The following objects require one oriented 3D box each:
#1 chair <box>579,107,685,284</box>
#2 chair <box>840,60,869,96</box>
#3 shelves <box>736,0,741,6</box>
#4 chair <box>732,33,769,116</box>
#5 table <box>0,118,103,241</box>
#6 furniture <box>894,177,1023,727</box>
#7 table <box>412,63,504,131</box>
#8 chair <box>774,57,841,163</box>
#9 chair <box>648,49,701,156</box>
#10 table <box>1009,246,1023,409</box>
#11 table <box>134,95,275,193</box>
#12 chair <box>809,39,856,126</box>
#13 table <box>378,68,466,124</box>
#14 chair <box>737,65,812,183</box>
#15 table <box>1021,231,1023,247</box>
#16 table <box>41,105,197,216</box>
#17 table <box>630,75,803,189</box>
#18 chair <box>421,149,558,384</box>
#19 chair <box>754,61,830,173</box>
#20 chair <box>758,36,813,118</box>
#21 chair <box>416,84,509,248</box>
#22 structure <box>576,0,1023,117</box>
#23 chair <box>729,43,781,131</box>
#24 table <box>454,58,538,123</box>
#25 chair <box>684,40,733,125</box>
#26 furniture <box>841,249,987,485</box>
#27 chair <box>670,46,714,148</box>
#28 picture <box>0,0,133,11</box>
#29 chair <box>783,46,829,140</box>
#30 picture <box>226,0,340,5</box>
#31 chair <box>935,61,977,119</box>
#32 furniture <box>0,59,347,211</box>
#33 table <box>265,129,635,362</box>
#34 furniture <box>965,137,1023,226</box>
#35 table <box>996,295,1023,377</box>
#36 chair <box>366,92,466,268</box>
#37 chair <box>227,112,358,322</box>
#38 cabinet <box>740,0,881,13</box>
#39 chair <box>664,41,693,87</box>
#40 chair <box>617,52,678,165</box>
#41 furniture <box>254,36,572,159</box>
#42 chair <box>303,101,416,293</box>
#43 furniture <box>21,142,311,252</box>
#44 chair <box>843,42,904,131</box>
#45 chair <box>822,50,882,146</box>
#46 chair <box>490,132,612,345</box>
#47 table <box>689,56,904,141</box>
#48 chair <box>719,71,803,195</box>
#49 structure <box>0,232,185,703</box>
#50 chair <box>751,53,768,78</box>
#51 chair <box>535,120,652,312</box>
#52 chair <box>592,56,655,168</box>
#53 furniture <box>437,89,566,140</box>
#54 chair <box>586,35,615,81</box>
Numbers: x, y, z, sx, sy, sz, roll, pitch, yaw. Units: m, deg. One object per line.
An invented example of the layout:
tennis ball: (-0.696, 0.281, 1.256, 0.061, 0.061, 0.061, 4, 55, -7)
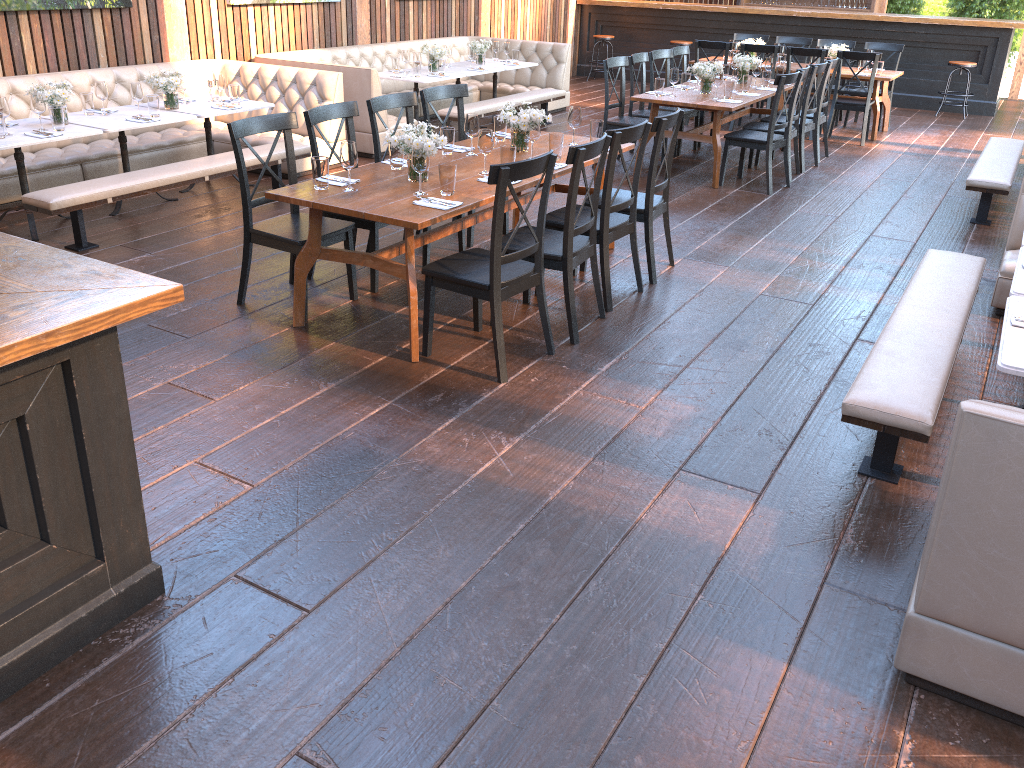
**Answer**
chair: (0.763, -1.222, 5.601, 0.542, 0.996, 0.486, 12, 25, 23)
chair: (5.043, -4.456, 12.999, 0.471, 0.718, 0.476, -14, 28, -33)
shelves: (3.235, -7.253, 16.367, 2.218, 2.762, 0.510, 15, 26, 28)
chair: (3.153, -4.208, 12.026, 0.480, 0.996, 0.550, 12, 26, 23)
table: (-3.364, -1.403, 6.092, 0.804, 0.656, 0.813, 15, 27, 26)
furniture: (2.859, -0.098, 3.570, 1.721, 0.839, 4.231, 15, 29, 27)
table: (-0.632, -3.351, 10.364, 0.804, 0.656, 0.813, 15, 28, 27)
chair: (3.072, -2.883, 9.242, 0.543, 0.996, 0.486, 15, 27, 27)
chair: (1.702, -2.992, 9.378, 0.544, 0.996, 0.485, 18, 28, 32)
table: (2.523, -0.111, 3.788, 0.804, 0.656, 0.813, 15, 28, 27)
table: (-2.529, -1.999, 7.399, 0.804, 0.656, 0.813, 15, 28, 27)
chair: (4.115, -3.928, 11.506, 0.480, 0.996, 0.550, 12, 26, 23)
table: (-1.050, -3.053, 9.711, 0.804, 0.656, 0.813, 15, 27, 26)
chair: (2.488, -2.483, 8.365, 0.542, 0.996, 0.486, 13, 26, 25)
table: (2.941, -0.409, 4.441, 0.804, 0.656, 0.813, 15, 28, 27)
table: (-2.946, -1.701, 6.745, 0.804, 0.656, 0.813, 15, 28, 27)
table: (2.093, -2.602, 8.917, 0.957, 0.712, 2.474, 15, 28, 27)
chair: (-0.107, -0.611, 4.262, 0.544, 0.996, 0.485, 18, 28, 32)
chair: (2.790, -2.677, 8.791, 0.544, 0.996, 0.484, 18, 28, 32)
chair: (3.634, -4.068, 11.766, 0.481, 0.996, 0.549, 15, 27, 27)
chair: (-0.334, -1.541, 6.194, 0.544, 0.996, 0.485, 18, 28, 32)
structure: (4.230, -5.298, 14.097, 6.850, 1.245, 0.871, 16, 27, 27)
chair: (2.988, -3.608, 10.757, 0.480, 0.996, 0.550, 12, 26, 23)
table: (-0.215, -3.649, 11.017, 0.804, 0.656, 0.813, 15, 28, 27)
chair: (2.507, -3.748, 11.017, 0.481, 0.996, 0.549, 15, 27, 27)
furniture: (1.927, -0.160, 4.159, 0.315, 0.389, 2.370, 15, 28, 27)
chair: (1.990, -3.197, 9.827, 0.543, 0.996, 0.486, 15, 27, 27)
picture: (-3.819, -3.521, 7.081, 0.065, 0.974, 1.679, 14, 28, 27)
chair: (3.469, -3.468, 10.497, 0.481, 0.996, 0.549, 15, 27, 27)
picture: (-2.395, -4.542, 9.319, 0.065, 0.974, 1.679, 14, 28, 27)
chair: (6.218, -4.115, 12.364, 0.469, 0.718, 0.478, 9, 25, 16)
furniture: (-3.320, -1.896, 6.915, 1.721, 0.839, 4.231, 15, 29, 27)
table: (-0.217, -0.955, 5.304, 0.957, 0.712, 2.474, 15, 28, 27)
furniture: (4.242, -1.810, 7.778, 0.315, 0.389, 2.370, 15, 28, 27)
table: (2.105, 0.187, 3.134, 0.804, 0.656, 0.813, 15, 27, 26)
chair: (-0.620, -1.336, 5.746, 0.543, 0.996, 0.486, 15, 27, 27)
chair: (-1.194, -0.927, 4.849, 0.543, 0.996, 0.486, 15, 27, 27)
cabinet: (5.147, -6.365, 15.469, 2.290, 2.044, 0.502, 16, 27, 28)
chair: (2.695, -5.139, 14.269, 0.468, 0.718, 0.478, 7, 24, 12)
chair: (1.416, -2.788, 8.930, 0.542, 0.996, 0.486, 12, 25, 23)
furniture: (-1.004, -3.547, 10.536, 1.721, 0.839, 4.231, 15, 29, 27)
chair: (-0.907, -1.132, 5.298, 0.542, 0.996, 0.486, 12, 25, 23)
furniture: (-2.374, -1.411, 6.485, 0.315, 0.389, 2.370, 15, 28, 27)
chair: (4.595, -3.788, 11.246, 0.482, 0.996, 0.548, 17, 28, 32)
chair: (3.950, -3.328, 10.237, 0.480, 0.996, 0.550, 12, 26, 23)
chair: (0.210, -0.807, 4.693, 0.542, 0.996, 0.486, 12, 25, 23)
table: (3.522, -3.642, 11.195, 2.448, 0.713, 0.967, 16, 28, 27)
chair: (2.222, -2.269, 7.897, 0.545, 0.996, 0.484, 19, 29, 34)
structure: (-2.079, -0.937, 1.776, 2.743, 3.609, 2.891, 20, 30, 35)
chair: (3.869, -4.798, 13.634, 0.468, 0.718, 0.479, 4, 24, 5)
chair: (0.477, -1.017, 5.153, 0.544, 0.996, 0.485, 16, 27, 30)
chair: (1.129, -2.583, 8.481, 0.543, 0.996, 0.486, 15, 27, 27)
furniture: (-0.060, -3.061, 10.104, 0.315, 0.389, 2.370, 15, 28, 27)
chair: (1.521, -5.480, 14.904, 0.472, 0.718, 0.475, 19, 29, 34)
